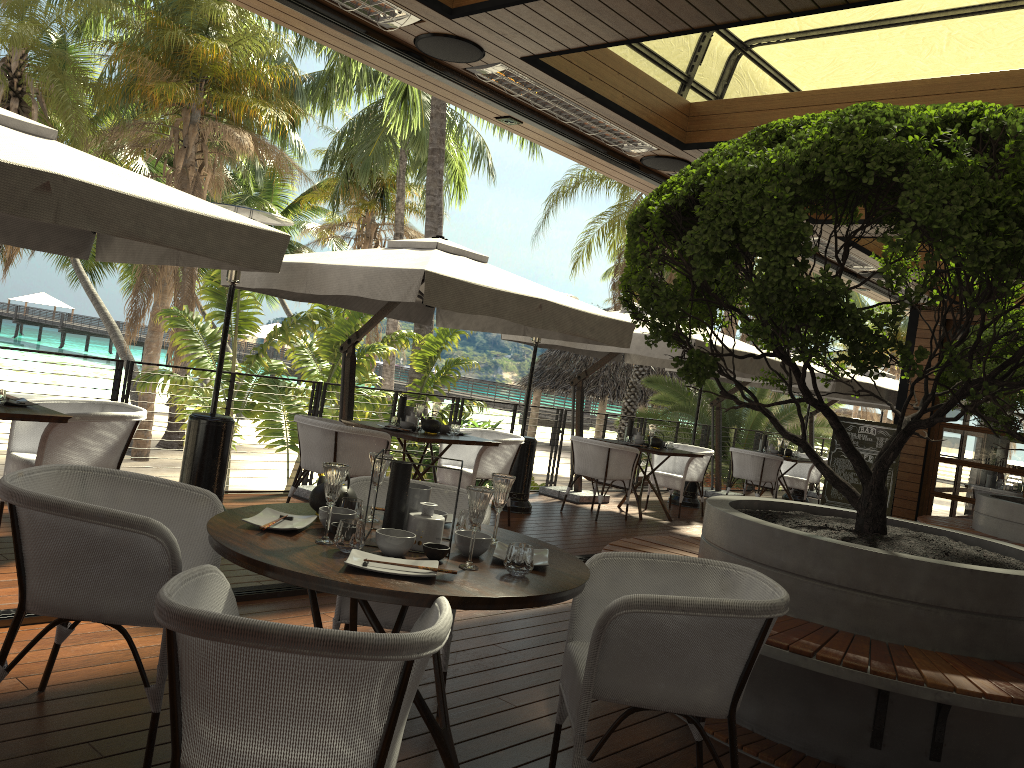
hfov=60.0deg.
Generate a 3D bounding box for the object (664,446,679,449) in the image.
[{"bbox_3d":[1.701,0.697,9.938,0.295,0.025,0.170,9,1,41],"label":"object"}]

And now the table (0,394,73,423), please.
[{"bbox_3d":[-2.996,0.446,4.588,0.933,0.749,0.930,9,0,41],"label":"table"}]

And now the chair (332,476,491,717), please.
[{"bbox_3d":[-0.448,0.822,3.617,0.627,0.788,0.617,9,0,-3],"label":"chair"}]

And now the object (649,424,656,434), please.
[{"bbox_3d":[1.555,0.570,9.930,0.082,0.227,0.082,8,0,42],"label":"object"}]

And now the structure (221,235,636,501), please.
[{"bbox_3d":[-0.749,-0.043,7.168,2.417,2.333,2.410,9,0,41],"label":"structure"}]

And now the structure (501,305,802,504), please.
[{"bbox_3d":[1.451,0.257,9.706,2.417,2.333,2.410,9,0,41],"label":"structure"}]

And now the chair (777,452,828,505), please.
[{"bbox_3d":[4.179,1.407,12.813,0.628,0.788,0.616,9,0,42],"label":"chair"}]

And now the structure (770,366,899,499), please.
[{"bbox_3d":[5.853,0.858,14.780,2.417,2.333,2.410,9,0,41],"label":"structure"}]

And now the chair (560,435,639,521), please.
[{"bbox_3d":[0.874,0.956,9.040,0.628,0.788,0.616,9,0,42],"label":"chair"}]

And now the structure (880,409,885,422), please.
[{"bbox_3d":[6.695,1.032,16.209,0.700,2.192,0.698,8,0,29],"label":"structure"}]

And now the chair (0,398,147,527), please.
[{"bbox_3d":[-2.510,0.494,5.100,0.628,0.788,0.616,9,0,42],"label":"chair"}]

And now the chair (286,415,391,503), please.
[{"bbox_3d":[-1.314,0.657,6.517,0.628,0.788,0.616,9,0,42],"label":"chair"}]

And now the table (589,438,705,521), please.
[{"bbox_3d":[1.424,1.049,9.684,0.933,0.749,0.930,9,0,41],"label":"table"}]

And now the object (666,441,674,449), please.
[{"bbox_3d":[1.732,0.673,9.728,0.086,0.086,0.087,8,0,-44],"label":"object"}]

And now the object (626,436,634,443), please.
[{"bbox_3d":[1.275,0.606,9.577,0.086,0.086,0.087,8,0,-44],"label":"object"}]

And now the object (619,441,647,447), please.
[{"bbox_3d":[1.299,0.643,9.371,0.295,0.025,0.170,9,1,41],"label":"object"}]

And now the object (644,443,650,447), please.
[{"bbox_3d":[1.440,0.655,9.456,0.080,0.042,0.080,9,0,3],"label":"object"}]

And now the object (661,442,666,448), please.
[{"bbox_3d":[1.637,0.669,9.788,0.116,0.065,0.116,9,1,40],"label":"object"}]

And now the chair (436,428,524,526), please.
[{"bbox_3d":[-0.283,0.798,7.668,0.628,0.788,0.616,9,0,42],"label":"chair"}]

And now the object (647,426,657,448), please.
[{"bbox_3d":[1.476,0.565,9.379,0.082,0.227,0.082,8,0,30],"label":"object"}]

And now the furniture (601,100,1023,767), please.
[{"bbox_3d":[1.738,0.190,4.070,2.619,2.723,2.691,9,0,32],"label":"furniture"}]

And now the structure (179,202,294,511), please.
[{"bbox_3d":[-2.022,-0.158,6.158,0.700,2.192,0.698,8,0,29],"label":"structure"}]

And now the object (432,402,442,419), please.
[{"bbox_3d":[-0.641,0.270,7.398,0.082,0.227,0.082,8,0,42],"label":"object"}]

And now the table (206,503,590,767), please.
[{"bbox_3d":[-0.392,0.860,2.744,1.164,0.749,1.167,8,1,-43],"label":"table"}]

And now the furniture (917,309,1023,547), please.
[{"bbox_3d":[5.168,0.659,7.918,2.570,2.723,2.718,9,0,6],"label":"furniture"}]

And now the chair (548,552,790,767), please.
[{"bbox_3d":[0.486,0.972,2.803,0.616,0.788,0.627,9,0,-3],"label":"chair"}]

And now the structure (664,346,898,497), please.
[{"bbox_3d":[3.652,0.557,12.243,2.417,2.333,2.410,9,0,41],"label":"structure"}]

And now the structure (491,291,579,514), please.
[{"bbox_3d":[0.155,0.139,8.668,0.700,2.192,0.698,8,0,29],"label":"structure"}]

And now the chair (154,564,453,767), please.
[{"bbox_3d":[-0.495,0.835,1.954,0.627,0.788,0.617,9,0,-3],"label":"chair"}]

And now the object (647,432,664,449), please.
[{"bbox_3d":[1.561,0.602,9.591,0.163,0.179,0.167,9,0,43],"label":"object"}]

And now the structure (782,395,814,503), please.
[{"bbox_3d":[4.540,0.738,13.724,0.700,2.192,0.698,8,0,29],"label":"structure"}]

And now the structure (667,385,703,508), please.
[{"bbox_3d":[2.325,0.436,11.170,0.700,2.192,0.698,8,0,29],"label":"structure"}]

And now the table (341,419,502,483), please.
[{"bbox_3d":[-0.783,0.748,7.139,0.933,0.749,0.930,9,0,41],"label":"table"}]

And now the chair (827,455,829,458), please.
[{"bbox_3d":[5.335,1.565,14.183,0.628,0.788,0.616,9,0,42],"label":"chair"}]

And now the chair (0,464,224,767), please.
[{"bbox_3d":[-1.314,0.702,2.828,0.616,0.788,0.627,9,0,-3],"label":"chair"}]

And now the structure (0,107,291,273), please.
[{"bbox_3d":[-2.950,-0.344,4.631,2.417,2.333,2.410,9,0,41],"label":"structure"}]

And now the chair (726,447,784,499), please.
[{"bbox_3d":[3.148,1.266,11.662,0.628,0.788,0.616,9,0,42],"label":"chair"}]

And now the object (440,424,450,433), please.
[{"bbox_3d":[-0.559,0.369,7.256,0.116,0.065,0.116,9,1,40],"label":"object"}]

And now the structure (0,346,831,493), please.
[{"bbox_3d":[-2.321,0.477,7.159,0.163,1.153,26.230,8,0,41],"label":"structure"}]

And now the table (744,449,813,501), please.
[{"bbox_3d":[3.631,1.350,12.228,0.933,0.749,0.930,9,0,41],"label":"table"}]

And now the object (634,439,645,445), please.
[{"bbox_3d":[1.368,0.632,9.520,0.116,0.065,0.116,9,1,40],"label":"object"}]

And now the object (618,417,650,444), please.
[{"bbox_3d":[1.344,0.525,9.792,0.263,0.264,0.263,9,0,-4],"label":"object"}]

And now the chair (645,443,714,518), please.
[{"bbox_3d":[1.943,1.102,10.235,0.628,0.788,0.616,9,0,42],"label":"chair"}]
